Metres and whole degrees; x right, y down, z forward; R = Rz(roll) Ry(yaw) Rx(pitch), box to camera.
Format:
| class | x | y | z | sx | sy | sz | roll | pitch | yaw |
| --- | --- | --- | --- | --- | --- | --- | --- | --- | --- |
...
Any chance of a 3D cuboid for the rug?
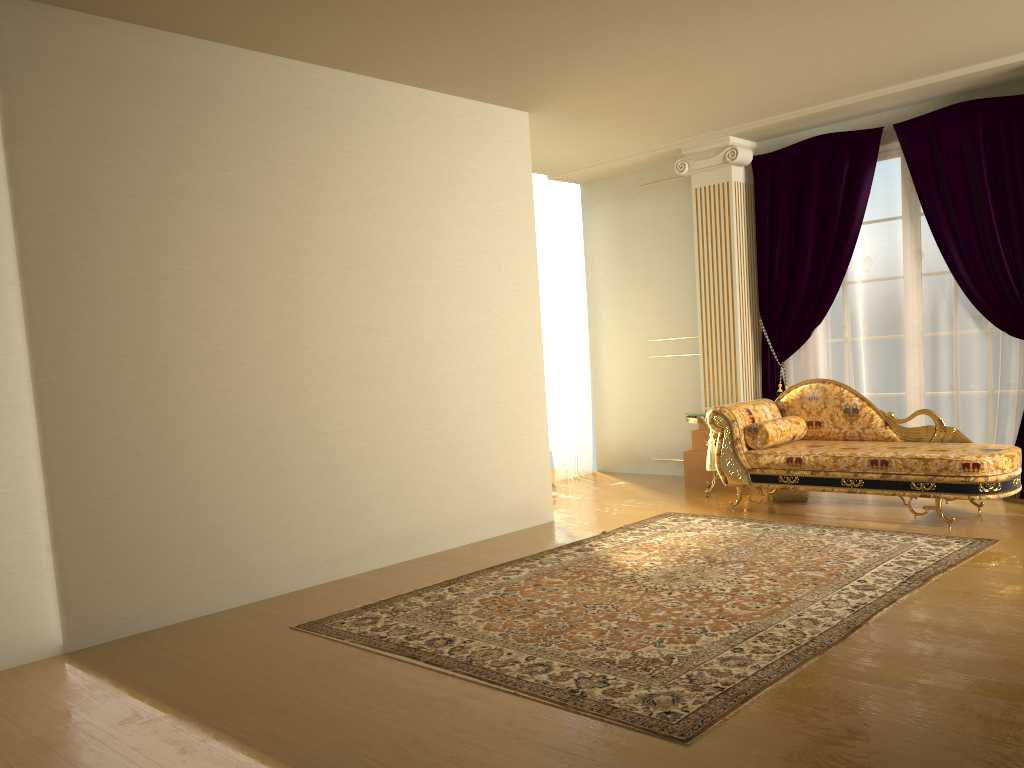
| class | x | y | z | sx | sy | sz | roll | pitch | yaw |
| --- | --- | --- | --- | --- | --- | --- | --- | --- | --- |
| rug | 0.808 | 0.969 | 4.392 | 2.117 | 0.017 | 3.064 | -2 | 2 | 44 |

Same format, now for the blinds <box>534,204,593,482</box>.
| class | x | y | z | sx | sy | sz | roll | pitch | yaw |
| --- | --- | --- | --- | --- | --- | --- | --- | --- | --- |
| blinds | 0.018 | -0.319 | 7.679 | 2.155 | 2.521 | 0.164 | -8 | 7 | -43 |

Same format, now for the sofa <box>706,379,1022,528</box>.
| class | x | y | z | sx | sy | sz | roll | pitch | yaw |
| --- | --- | --- | --- | --- | --- | --- | --- | --- | --- |
| sofa | 2.237 | 0.406 | 5.759 | 1.893 | 0.876 | 0.690 | -2 | 5 | 44 |

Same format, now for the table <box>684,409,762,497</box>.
| class | x | y | z | sx | sy | sz | roll | pitch | yaw |
| --- | --- | --- | --- | --- | --- | --- | --- | --- | --- |
| table | 1.649 | 0.531 | 6.894 | 0.571 | 0.647 | 0.568 | -4 | 4 | -1 |

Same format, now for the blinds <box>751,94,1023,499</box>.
| class | x | y | z | sx | sy | sz | roll | pitch | yaw |
| --- | --- | --- | --- | --- | --- | --- | --- | --- | --- |
| blinds | 2.794 | -0.542 | 6.408 | 2.234 | 2.668 | 0.337 | 0 | 7 | 45 |
